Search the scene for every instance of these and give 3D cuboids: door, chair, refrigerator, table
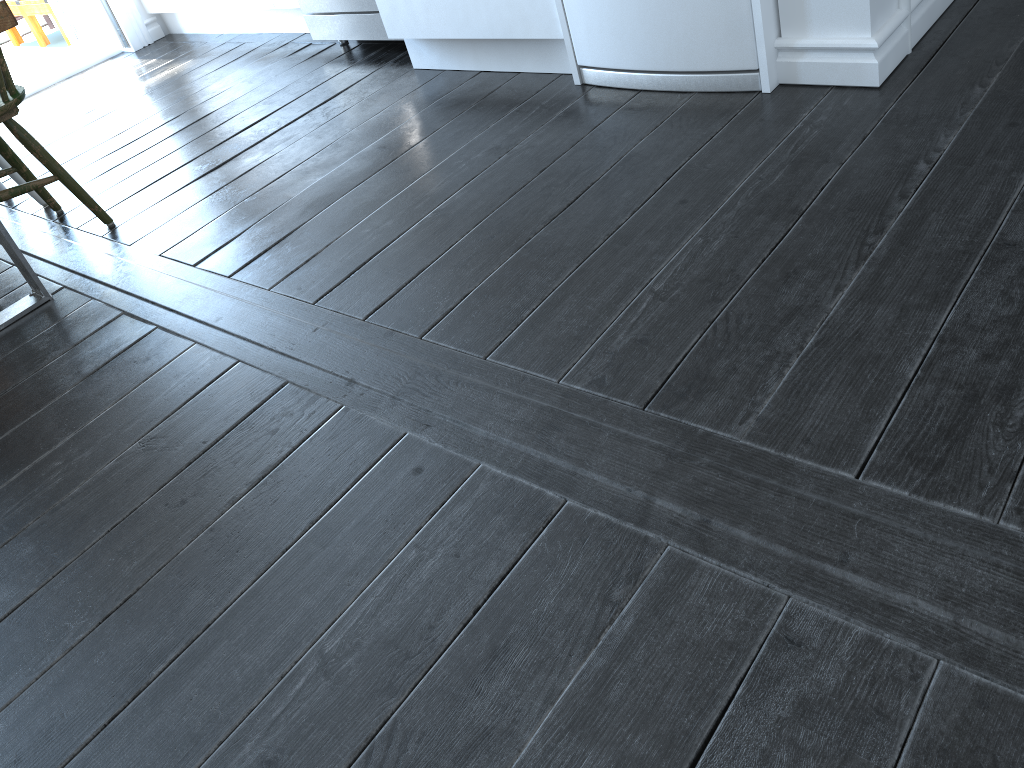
[{"bbox_3d":[-2.477,-2.576,4.243,0.591,1.923,0.109,11,44,37],"label":"door"},{"bbox_3d":[-1.934,-0.874,2.812,0.473,0.799,0.529,15,47,39],"label":"chair"},{"bbox_3d":[0.373,-1.678,2.136,0.585,1.710,0.707,15,46,39],"label":"refrigerator"},{"bbox_3d":[-1.574,-0.734,2.493,0.474,0.785,0.505,14,46,38],"label":"chair"},{"bbox_3d":[-2.240,-0.597,2.676,2.262,0.681,1.056,18,49,39],"label":"table"}]

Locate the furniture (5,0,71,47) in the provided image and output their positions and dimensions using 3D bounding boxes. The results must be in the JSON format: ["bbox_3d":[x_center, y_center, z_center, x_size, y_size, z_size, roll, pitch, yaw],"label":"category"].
[{"bbox_3d":[-2.881,-2.385,5.556,0.935,0.356,0.415,18,48,39],"label":"furniture"}]

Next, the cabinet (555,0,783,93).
[{"bbox_3d":[-0.756,-2.377,3.057,3.864,2.251,0.806,22,51,42],"label":"cabinet"}]

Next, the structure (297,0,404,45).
[{"bbox_3d":[-0.499,-1.870,3.376,0.711,0.968,0.750,15,47,39],"label":"structure"}]

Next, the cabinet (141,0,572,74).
[{"bbox_3d":[-0.778,-1.891,3.684,0.750,0.774,3.260,-37,40,-25],"label":"cabinet"}]
